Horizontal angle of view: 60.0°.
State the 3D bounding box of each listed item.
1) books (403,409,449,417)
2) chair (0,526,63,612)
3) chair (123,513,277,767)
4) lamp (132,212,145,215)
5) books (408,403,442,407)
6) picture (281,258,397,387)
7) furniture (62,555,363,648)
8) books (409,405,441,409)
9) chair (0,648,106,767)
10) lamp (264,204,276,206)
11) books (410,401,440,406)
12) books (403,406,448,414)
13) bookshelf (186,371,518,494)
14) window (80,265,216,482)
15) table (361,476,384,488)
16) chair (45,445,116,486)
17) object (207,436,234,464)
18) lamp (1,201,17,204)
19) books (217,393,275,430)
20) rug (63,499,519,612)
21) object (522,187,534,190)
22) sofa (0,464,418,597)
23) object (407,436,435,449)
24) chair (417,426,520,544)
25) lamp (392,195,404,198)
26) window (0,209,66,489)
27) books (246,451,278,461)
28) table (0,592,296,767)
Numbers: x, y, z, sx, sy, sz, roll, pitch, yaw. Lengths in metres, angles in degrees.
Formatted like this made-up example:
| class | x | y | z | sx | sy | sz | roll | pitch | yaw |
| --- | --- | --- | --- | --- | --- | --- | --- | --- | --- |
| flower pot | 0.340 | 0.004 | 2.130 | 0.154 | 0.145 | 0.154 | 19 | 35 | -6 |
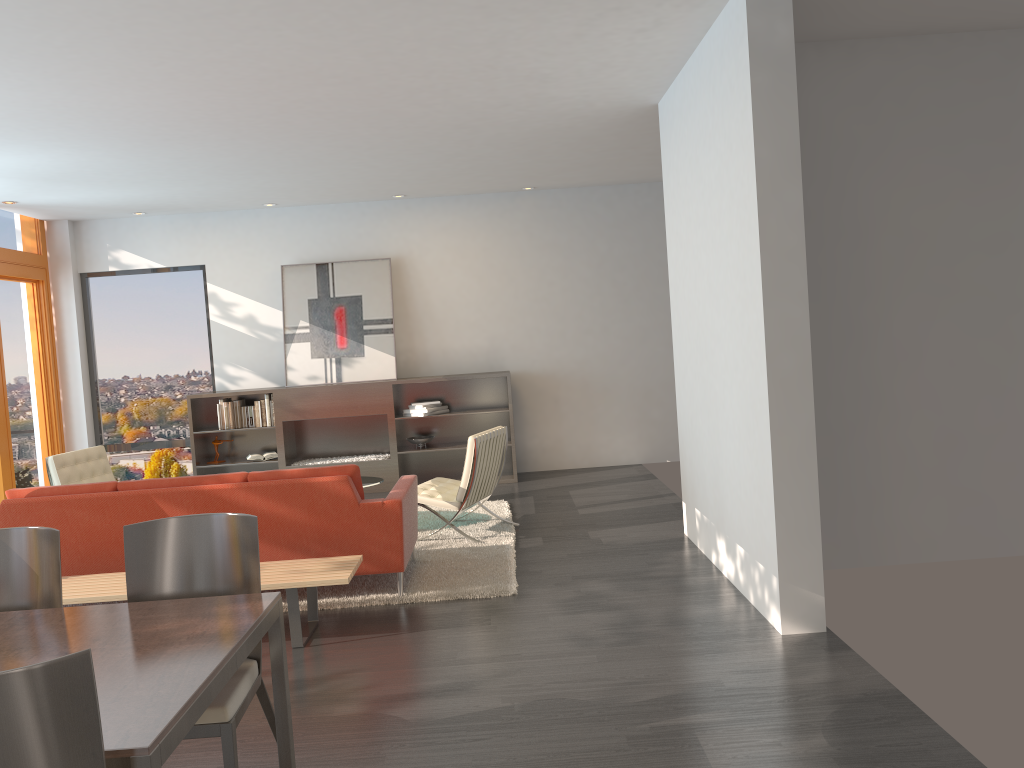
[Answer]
| class | x | y | z | sx | sy | sz | roll | pitch | yaw |
| --- | --- | --- | --- | --- | --- | --- | --- | --- | --- |
| books | -0.922 | 0.310 | 9.504 | 0.314 | 0.038 | 0.398 | -2 | 4 | 39 |
| chair | -1.798 | 1.025 | 2.981 | 0.548 | 0.967 | 0.614 | -4 | 3 | -1 |
| chair | -1.102 | 0.976 | 2.990 | 0.548 | 0.967 | 0.614 | -4 | 3 | -1 |
| lamp | -4.037 | -1.842 | 9.590 | 0.129 | 0.010 | 0.129 | -1 | 4 | 44 |
| books | -0.928 | 0.224 | 9.501 | 0.210 | 0.020 | 0.300 | -1 | 4 | 39 |
| picture | -1.892 | -0.676 | 9.674 | 1.208 | 1.338 | 0.269 | -4 | 3 | -1 |
| furniture | -1.835 | 1.235 | 4.809 | 2.005 | 0.357 | 0.492 | -4 | 3 | -1 |
| books | -0.927 | 0.244 | 9.501 | 0.210 | 0.020 | 0.300 | -2 | 3 | 29 |
| chair | -1.063 | 1.027 | 1.993 | 0.548 | 0.967 | 0.614 | -4 | 3 | -1 |
| lamp | -2.627 | -1.940 | 9.609 | 0.129 | 0.010 | 0.129 | -1 | 4 | 44 |
| books | -0.930 | 0.205 | 9.500 | 0.300 | 0.020 | 0.210 | -5 | 3 | -11 |
| books | -0.925 | 0.273 | 9.503 | 0.314 | 0.038 | 0.398 | -2 | 3 | 29 |
| bookshelf | -1.672 | 0.564 | 9.583 | 3.387 | 1.162 | 0.570 | -4 | 3 | -1 |
| window | -4.056 | -0.384 | 9.976 | 1.410 | 3.339 | 0.065 | -4 | 3 | -1 |
| table | -2.012 | 1.072 | 7.113 | 1.999 | 0.464 | 0.948 | -4 | 3 | 0 |
| chair | -3.410 | 0.955 | 7.517 | 0.707 | 0.816 | 0.700 | -4 | 3 | 9 |
| object | -3.145 | 0.698 | 9.521 | 0.245 | 0.290 | 0.201 | -3 | 3 | 19 |
| lamp | -4.794 | -1.728 | 8.453 | 0.129 | 0.010 | 0.129 | -1 | 4 | 44 |
| books | -2.793 | 0.285 | 9.456 | 0.592 | 0.339 | 0.324 | -4 | 3 | -1 |
| rug | -1.887 | 1.308 | 6.757 | 3.772 | 0.043 | 2.985 | -4 | 3 | -1 |
| object | 0.176 | -2.140 | 9.709 | 0.129 | 0.010 | 0.129 | -1 | 4 | 44 |
| sofa | -1.931 | 0.948 | 5.644 | 2.597 | 0.852 | 1.038 | -4 | 3 | -1 |
| object | -0.977 | 0.634 | 9.516 | 0.309 | 0.117 | 0.309 | -2 | 4 | 33 |
| chair | -0.412 | 0.778 | 6.933 | 0.707 | 0.816 | 0.700 | -3 | 3 | 19 |
| lamp | -1.233 | -2.038 | 9.628 | 0.129 | 0.010 | 0.129 | -1 | 4 | 44 |
| window | -5.077 | -0.271 | 9.133 | 0.211 | 3.345 | 1.157 | -4 | 3 | -1 |
| books | -2.665 | 0.778 | 9.499 | 0.336 | 0.064 | 0.234 | -5 | 3 | -21 |
| table | -1.838 | 1.208 | 2.501 | 2.151 | 0.764 | 1.172 | -4 | 3 | -1 |
